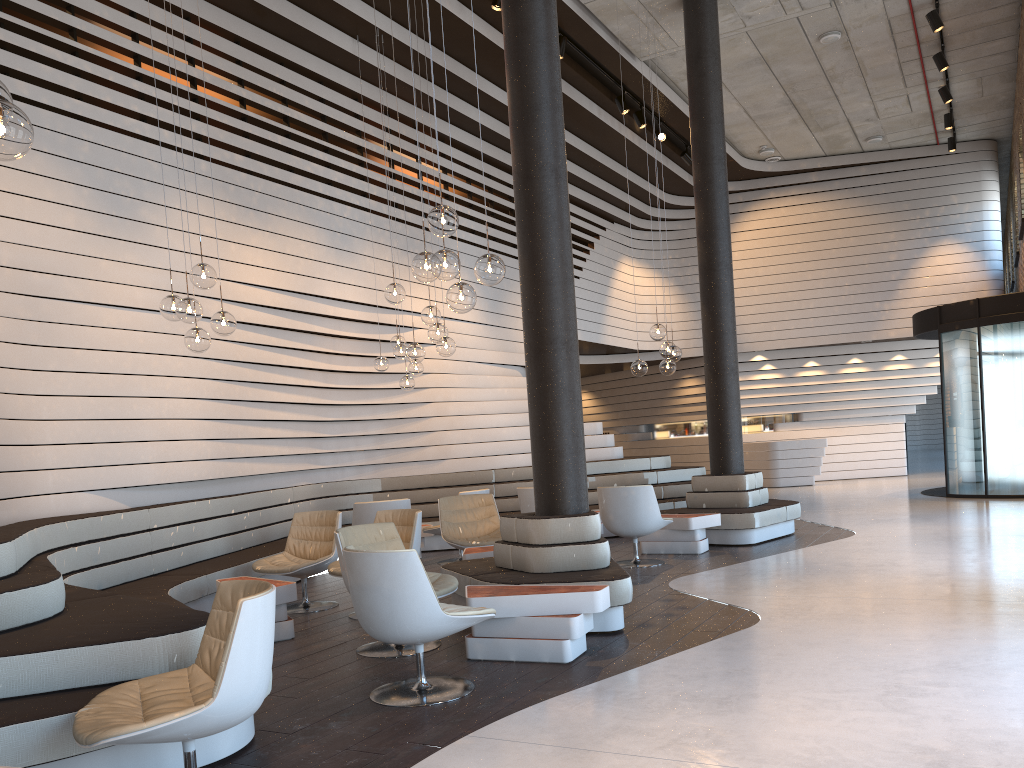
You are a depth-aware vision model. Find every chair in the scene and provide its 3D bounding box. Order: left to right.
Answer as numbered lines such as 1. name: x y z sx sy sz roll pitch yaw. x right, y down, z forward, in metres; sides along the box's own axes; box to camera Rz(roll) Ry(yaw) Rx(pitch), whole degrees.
1. chair: -1.182 1.135 3.155 0.705 0.768 0.661 -4 0 -24
2. chair: -1.717 1.446 7.194 0.662 0.768 0.704 -4 -1 36
3. chair: -1.013 1.364 6.706 0.703 0.768 0.662 -3 -1 -41
4. chair: -1.295 1.521 8.729 0.653 0.768 0.714 -4 -1 -17
5. chair: -0.723 1.262 5.494 0.716 0.768 0.650 -4 0 32
6. chair: -0.474 1.175 4.466 0.703 0.768 0.662 -3 -1 -43
7. chair: -0.572 1.520 9.447 0.716 0.768 0.651 -4 0 28
8. chair: -0.332 1.415 8.133 0.652 0.768 0.715 -4 -1 -21
9. chair: 0.424 1.443 9.315 0.662 0.768 0.703 -4 -1 45
10. chair: 1.165 1.330 8.395 0.662 0.768 0.704 -4 -1 29

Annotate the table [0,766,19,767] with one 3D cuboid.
1. table: -1.596 1.318 2.519 0.914 0.371 0.410 -6 -2 36

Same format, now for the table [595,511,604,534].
1. table: 0.695 1.679 10.143 0.906 0.371 0.413 -4 -1 2

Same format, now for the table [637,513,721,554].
1. table: 1.645 1.538 9.032 0.913 0.371 0.410 -6 -2 31

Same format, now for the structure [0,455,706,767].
1. structure: -2.383 1.349 6.283 5.815 0.929 18.086 -6 -4 25

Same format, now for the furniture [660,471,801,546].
1. furniture: 2.512 1.352 9.736 1.758 0.724 1.285 -2 -3 -26

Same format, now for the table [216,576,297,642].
1. table: -1.778 1.581 6.207 0.410 0.371 0.913 -3 -3 -29

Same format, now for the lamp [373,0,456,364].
1. lamp: -0.881 -2.540 7.087 0.312 4.755 0.655 -2 3 37

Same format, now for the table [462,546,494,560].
1. table: -0.044 1.541 7.365 0.899 0.371 0.416 -3 -2 -24

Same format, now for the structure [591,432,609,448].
1. structure: 2.146 1.332 21.459 0.017 0.470 0.808 -5 -1 -36

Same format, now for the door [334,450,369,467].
1. door: -2.255 1.227 13.232 0.978 2.111 0.161 -3 2 29

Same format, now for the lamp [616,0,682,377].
1. lamp: 2.657 -2.121 14.108 9.106 4.623 41.597 -5 -4 28

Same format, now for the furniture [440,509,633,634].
1. furniture: 0.103 1.280 6.238 1.274 0.723 1.774 -4 -3 -1

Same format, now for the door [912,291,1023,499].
1. door: 7.817 0.217 13.179 3.231 2.859 3.223 -5 -1 36

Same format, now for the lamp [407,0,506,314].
1. lamp: -0.445 -2.725 4.672 0.547 4.688 0.291 -3 2 14

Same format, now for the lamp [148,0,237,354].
1. lamp: -2.151 -2.542 5.646 0.295 4.688 0.539 -3 2 24

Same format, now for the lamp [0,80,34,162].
1. lamp: -1.804 -2.724 2.488 0.543 4.642 0.275 -4 2 -9

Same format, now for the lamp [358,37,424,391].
1. lamp: -1.334 -2.280 9.234 0.530 4.728 0.333 -4 2 -9

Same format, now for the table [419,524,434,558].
1. table: -1.362 1.804 9.910 0.899 0.371 0.416 -3 -2 -24

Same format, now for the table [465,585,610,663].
1. table: 0.086 1.376 5.072 0.911 0.371 0.411 -5 -1 22
